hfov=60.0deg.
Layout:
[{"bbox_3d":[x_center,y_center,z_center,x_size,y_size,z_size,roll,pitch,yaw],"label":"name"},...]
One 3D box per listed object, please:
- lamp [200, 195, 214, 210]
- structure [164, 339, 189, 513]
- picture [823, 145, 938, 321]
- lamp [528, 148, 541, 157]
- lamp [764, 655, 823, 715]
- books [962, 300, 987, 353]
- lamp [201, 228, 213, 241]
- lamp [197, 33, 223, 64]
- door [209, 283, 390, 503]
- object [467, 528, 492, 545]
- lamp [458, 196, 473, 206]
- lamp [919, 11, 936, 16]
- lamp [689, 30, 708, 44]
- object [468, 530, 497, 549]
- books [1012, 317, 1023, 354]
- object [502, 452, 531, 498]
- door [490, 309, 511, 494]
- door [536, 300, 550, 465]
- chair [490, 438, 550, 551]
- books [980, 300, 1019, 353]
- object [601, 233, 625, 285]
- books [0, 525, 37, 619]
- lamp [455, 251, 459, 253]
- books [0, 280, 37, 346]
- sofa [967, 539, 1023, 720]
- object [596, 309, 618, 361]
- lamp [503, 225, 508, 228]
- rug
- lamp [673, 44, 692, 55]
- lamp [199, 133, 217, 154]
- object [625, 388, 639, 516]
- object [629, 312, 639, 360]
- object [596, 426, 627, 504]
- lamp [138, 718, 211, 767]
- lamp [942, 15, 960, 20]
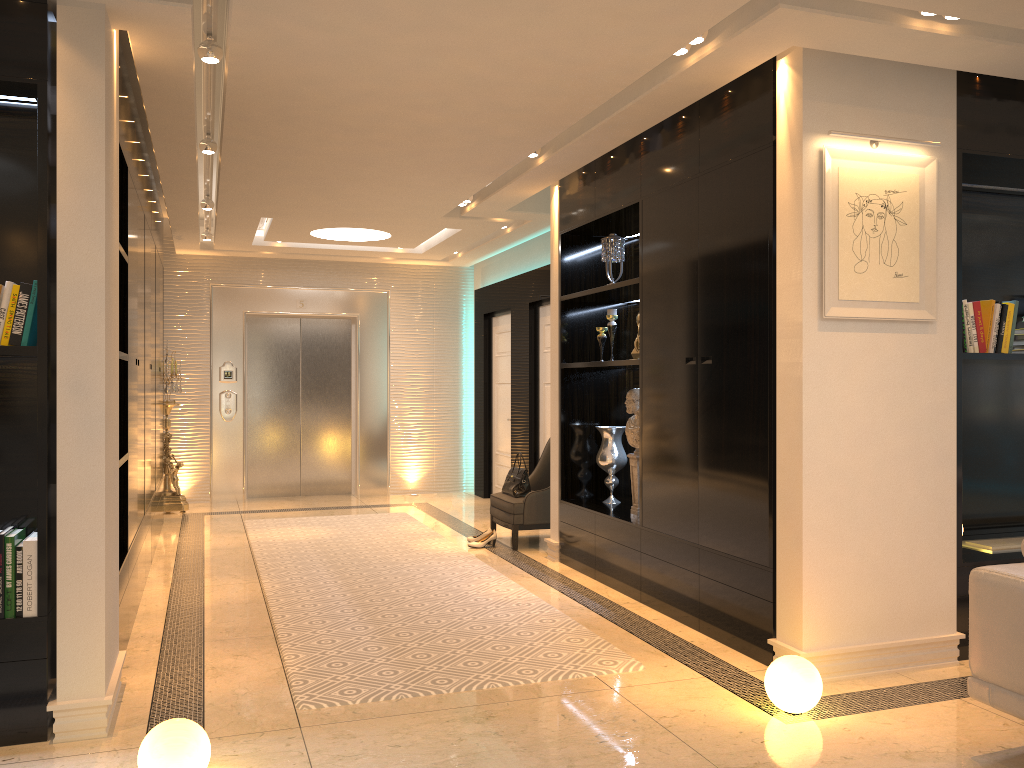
[{"bbox_3d":[-2.453,-1.464,7.140,0.107,0.127,0.107,0,0,0],"label":"lamp"},{"bbox_3d":[-3.336,0.414,8.887,0.382,1.715,0.811,0,0,5],"label":"structure"},{"bbox_3d":[1.594,-0.642,3.840,0.610,0.729,0.027,0,0,-19],"label":"picture"},{"bbox_3d":[0.124,-1.464,5.464,0.107,0.127,0.107,0,0,-38],"label":"lamp"},{"bbox_3d":[1.082,1.154,3.410,0.213,0.214,0.212,0,0,20],"label":"lamp"},{"bbox_3d":[2.101,-0.276,4.257,0.240,0.270,0.208,0,0,-19],"label":"books"},{"bbox_3d":[-2.984,-1.464,8.671,0.107,0.127,0.107,0,0,-38],"label":"lamp"},{"bbox_3d":[-1.313,-1.464,3.861,0.107,0.127,0.107,0,0,-38],"label":"lamp"},{"bbox_3d":[-0.638,-5.725,0.394,83.408,24.296,83.408,0,0,2],"label":"door"},{"bbox_3d":[-0.251,1.196,7.026,0.235,0.135,0.084,0,0,29],"label":"object"},{"bbox_3d":[-0.375,-1.464,6.913,0.107,0.127,0.235,0,0,-19],"label":"lamp"},{"bbox_3d":[1.588,-1.464,3.356,0.107,0.127,0.107,0,0,-8],"label":"lamp"},{"bbox_3d":[0.750,-1.464,3.639,0.107,0.127,0.107,0,0,-38],"label":"lamp"},{"bbox_3d":[-0.225,1.196,6.834,0.235,0.135,0.084,0,0,-17],"label":"object"},{"bbox_3d":[2.730,-0.243,4.505,0.296,0.197,0.260,0,0,-17],"label":"books"},{"bbox_3d":[0.039,0.714,7.039,0.168,0.345,0.366,0,0,-20],"label":"object"},{"bbox_3d":[-0.083,0.243,9.344,0.089,2.034,0.919,0,0,-19],"label":"door"},{"bbox_3d":[0.389,0.243,7.982,0.089,2.034,0.919,0,0,-19],"label":"door"},{"bbox_3d":[0.218,0.812,7.088,0.702,0.898,0.625,0,0,-18],"label":"chair"},{"bbox_3d":[2.318,-0.272,4.337,0.210,0.261,0.212,0,0,-19],"label":"books"},{"bbox_3d":[0.646,-0.790,5.675,0.155,0.347,0.155,0,0,-39],"label":"object"},{"bbox_3d":[-1.868,0.671,3.168,0.345,0.296,0.222,0,0,-19],"label":"books"},{"bbox_3d":[-0.615,-1.464,9.493,0.107,0.127,0.107,0,0,-38],"label":"lamp"},{"bbox_3d":[-1.844,-0.250,3.191,0.290,0.238,0.189,0,0,-20],"label":"books"},{"bbox_3d":[2.821,0.884,2.877,2.328,0.754,1.145,0,0,-19],"label":"sofa"},{"bbox_3d":[0.635,-0.322,5.936,0.079,0.361,0.176,0,0,-38],"label":"object"},{"bbox_3d":[-0.084,-1.464,7.962,0.107,0.127,0.107,0,0,-38],"label":"lamp"},{"bbox_3d":[-0.933,1.255,6.039,1.526,0.015,5.025,0,0,-19],"label":"rug"},{"bbox_3d":[0.708,-1.464,3.761,0.107,0.127,0.107,0,0,-38],"label":"lamp"},{"bbox_3d":[-1.847,-1.464,5.392,0.107,0.127,0.107,0,0,-38],"label":"lamp"},{"bbox_3d":[0.820,0.423,5.571,0.221,0.794,0.308,0,0,8],"label":"object"},{"bbox_3d":[0.810,-0.302,5.545,0.113,0.318,0.116,0,0,-20],"label":"object"},{"bbox_3d":[0.688,0.556,6.124,0.221,0.522,0.221,0,0,-14],"label":"object"},{"bbox_3d":[-1.049,1.154,2.759,0.213,0.214,0.212,0,0,20],"label":"lamp"},{"bbox_3d":[1.697,-1.464,3.394,0.107,0.127,0.107,0,0,-8],"label":"lamp"}]
